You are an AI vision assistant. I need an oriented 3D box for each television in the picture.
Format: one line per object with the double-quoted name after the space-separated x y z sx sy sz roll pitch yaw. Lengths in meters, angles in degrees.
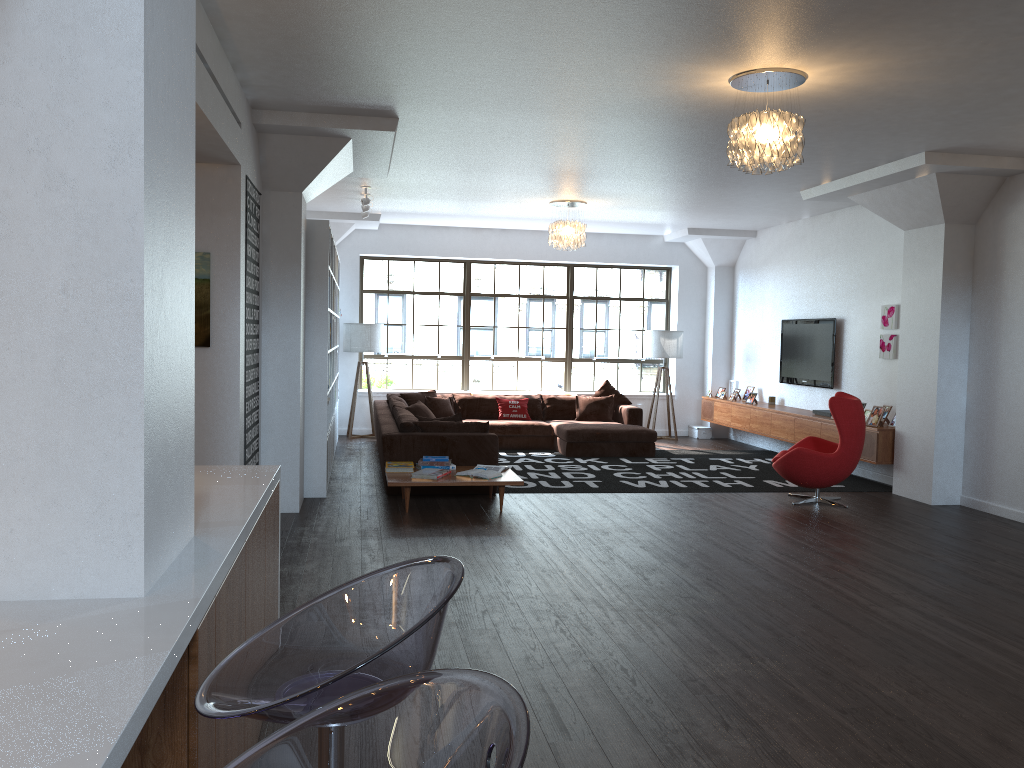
3.586 -0.385 10.816 0.013 0.816 1.324 1 3 -10 "television"

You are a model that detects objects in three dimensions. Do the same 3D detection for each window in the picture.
0.099 -0.838 13.243 4.648 1.905 0.114 1 3 -10 "window"

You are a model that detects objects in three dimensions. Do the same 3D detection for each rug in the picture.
1.600 0.945 9.990 4.200 0.007 3.100 1 3 -8 "rug"

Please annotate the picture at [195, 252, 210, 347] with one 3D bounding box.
-2.151 -0.539 5.622 0.450 0.600 0.030 1 3 -10 "picture"

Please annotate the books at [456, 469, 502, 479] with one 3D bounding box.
-0.277 0.752 7.462 0.342 0.040 0.231 3 4 30 "books"

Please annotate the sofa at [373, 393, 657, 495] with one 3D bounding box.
0.186 0.571 10.243 3.481 0.664 4.197 1 3 -10 "sofa"

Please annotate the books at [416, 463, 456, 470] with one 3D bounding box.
-0.673 0.725 7.810 0.312 0.037 0.216 0 3 -20 "books"

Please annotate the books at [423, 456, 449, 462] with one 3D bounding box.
-0.672 0.658 7.808 0.224 0.027 0.157 1 3 -5 "books"

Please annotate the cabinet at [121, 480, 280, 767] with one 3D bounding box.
-1.080 0.934 1.585 0.898 0.796 4.493 1 3 -10 "cabinet"

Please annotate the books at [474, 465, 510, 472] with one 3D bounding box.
-0.182 0.736 7.826 0.256 0.035 0.350 2 3 15 "books"

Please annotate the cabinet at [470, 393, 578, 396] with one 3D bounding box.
0.165 0.454 12.775 1.520 0.625 0.350 1 3 -10 "cabinet"

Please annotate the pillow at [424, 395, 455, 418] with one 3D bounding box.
-0.953 0.315 11.521 0.489 0.337 0.238 -1 4 -40 "pillow"

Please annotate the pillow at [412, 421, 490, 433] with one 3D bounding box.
-0.574 0.513 8.329 0.750 0.364 0.289 1 3 -11 "pillow"

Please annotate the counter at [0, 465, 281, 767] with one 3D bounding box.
0.097 1.015 0.141 3.039 0.860 8.182 -1 4 -39 "counter"

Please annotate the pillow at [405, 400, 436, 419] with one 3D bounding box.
-1.003 0.395 9.970 0.325 0.391 0.625 2 3 7 "pillow"

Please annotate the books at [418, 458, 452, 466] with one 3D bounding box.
-0.677 0.689 7.811 0.279 0.035 0.191 1 3 0 "books"

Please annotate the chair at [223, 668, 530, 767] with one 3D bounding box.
-0.232 0.880 1.039 0.481 1.014 0.530 1 3 -12 "chair"

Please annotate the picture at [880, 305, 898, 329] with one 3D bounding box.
3.923 -0.695 9.224 0.030 0.250 0.250 1 3 -10 "picture"

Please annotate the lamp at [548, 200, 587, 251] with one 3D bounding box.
0.639 -1.810 10.206 0.441 0.539 0.442 3 4 33 "lamp"

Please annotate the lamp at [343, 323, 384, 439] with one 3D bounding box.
-2.068 -0.047 12.295 0.545 1.579 0.545 0 3 -21 "lamp"

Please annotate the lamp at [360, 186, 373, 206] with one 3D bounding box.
-1.545 -1.985 9.382 0.111 0.211 0.120 3 3 24 "lamp"

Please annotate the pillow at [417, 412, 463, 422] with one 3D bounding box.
-0.655 0.455 8.582 0.559 0.411 0.269 4 4 36 "pillow"

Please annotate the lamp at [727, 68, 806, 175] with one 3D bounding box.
1.497 -1.523 5.226 0.441 0.539 0.442 3 4 33 "lamp"

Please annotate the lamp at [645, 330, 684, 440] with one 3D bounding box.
2.199 0.012 12.927 0.545 1.579 0.545 1 3 1 "lamp"

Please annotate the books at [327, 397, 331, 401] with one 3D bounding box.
-1.756 0.137 7.956 0.223 0.027 0.161 1 3 0 "books"

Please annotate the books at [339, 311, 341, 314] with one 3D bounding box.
-2.453 -0.960 11.860 0.284 0.033 0.197 2 3 5 "books"

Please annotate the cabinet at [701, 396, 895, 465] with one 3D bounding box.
3.400 0.487 10.900 0.459 0.350 4.501 1 3 -10 "cabinet"

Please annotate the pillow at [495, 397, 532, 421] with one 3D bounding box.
0.018 0.335 11.833 0.465 0.308 0.220 1 3 -14 "pillow"

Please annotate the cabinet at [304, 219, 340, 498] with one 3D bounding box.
-2.210 -0.339 9.887 0.461 2.414 4.500 1 3 -10 "cabinet"

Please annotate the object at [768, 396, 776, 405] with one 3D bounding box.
3.400 0.219 11.595 0.089 0.110 0.089 3 4 35 "object"

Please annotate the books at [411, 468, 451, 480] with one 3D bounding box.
-0.674 0.748 7.402 0.236 0.035 0.340 2 3 15 "books"

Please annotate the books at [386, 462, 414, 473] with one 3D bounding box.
-0.976 0.721 7.697 0.241 0.045 0.334 1 3 -8 "books"

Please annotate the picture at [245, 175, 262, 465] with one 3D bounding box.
-1.854 -0.226 6.352 0.021 2.380 0.800 1 3 -10 "picture"

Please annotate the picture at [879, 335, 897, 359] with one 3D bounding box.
3.917 -0.389 9.241 0.030 0.250 0.250 1 3 -10 "picture"

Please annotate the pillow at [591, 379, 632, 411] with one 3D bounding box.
1.283 0.232 12.091 0.651 0.587 0.335 -1 4 -31 "pillow"

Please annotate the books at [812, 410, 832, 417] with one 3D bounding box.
3.631 0.339 10.079 0.250 0.053 0.400 1 3 -10 "books"

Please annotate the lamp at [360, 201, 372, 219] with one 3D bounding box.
-1.718 -2.043 10.390 0.120 0.211 0.111 -1 4 -36 "lamp"

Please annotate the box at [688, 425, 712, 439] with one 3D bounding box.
2.807 0.718 13.234 0.228 0.165 0.368 1 3 -10 "box"

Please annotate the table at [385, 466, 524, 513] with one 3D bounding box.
-0.519 0.897 7.563 1.100 0.271 0.853 1 3 -10 "table"

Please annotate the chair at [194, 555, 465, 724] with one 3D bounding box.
-0.339 0.844 1.659 0.481 1.014 0.530 1 3 -8 "chair"

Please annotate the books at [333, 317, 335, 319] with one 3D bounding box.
-1.948 -0.683 9.125 0.223 0.027 0.161 1 3 0 "books"

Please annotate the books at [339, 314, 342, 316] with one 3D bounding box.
-2.454 -0.926 11.862 0.284 0.035 0.197 2 3 20 "books"

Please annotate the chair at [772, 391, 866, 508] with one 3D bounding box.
2.799 0.572 8.121 0.801 1.006 0.798 2 3 15 "chair"

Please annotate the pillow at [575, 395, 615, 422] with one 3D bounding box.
1.106 0.321 11.898 0.542 0.362 0.248 2 3 11 "pillow"

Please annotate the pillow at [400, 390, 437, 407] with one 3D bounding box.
-1.157 0.289 11.583 0.580 0.418 0.334 -1 4 -37 "pillow"

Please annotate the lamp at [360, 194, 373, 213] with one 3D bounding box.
-1.631 -2.014 9.880 0.111 0.211 0.120 4 4 39 "lamp"
